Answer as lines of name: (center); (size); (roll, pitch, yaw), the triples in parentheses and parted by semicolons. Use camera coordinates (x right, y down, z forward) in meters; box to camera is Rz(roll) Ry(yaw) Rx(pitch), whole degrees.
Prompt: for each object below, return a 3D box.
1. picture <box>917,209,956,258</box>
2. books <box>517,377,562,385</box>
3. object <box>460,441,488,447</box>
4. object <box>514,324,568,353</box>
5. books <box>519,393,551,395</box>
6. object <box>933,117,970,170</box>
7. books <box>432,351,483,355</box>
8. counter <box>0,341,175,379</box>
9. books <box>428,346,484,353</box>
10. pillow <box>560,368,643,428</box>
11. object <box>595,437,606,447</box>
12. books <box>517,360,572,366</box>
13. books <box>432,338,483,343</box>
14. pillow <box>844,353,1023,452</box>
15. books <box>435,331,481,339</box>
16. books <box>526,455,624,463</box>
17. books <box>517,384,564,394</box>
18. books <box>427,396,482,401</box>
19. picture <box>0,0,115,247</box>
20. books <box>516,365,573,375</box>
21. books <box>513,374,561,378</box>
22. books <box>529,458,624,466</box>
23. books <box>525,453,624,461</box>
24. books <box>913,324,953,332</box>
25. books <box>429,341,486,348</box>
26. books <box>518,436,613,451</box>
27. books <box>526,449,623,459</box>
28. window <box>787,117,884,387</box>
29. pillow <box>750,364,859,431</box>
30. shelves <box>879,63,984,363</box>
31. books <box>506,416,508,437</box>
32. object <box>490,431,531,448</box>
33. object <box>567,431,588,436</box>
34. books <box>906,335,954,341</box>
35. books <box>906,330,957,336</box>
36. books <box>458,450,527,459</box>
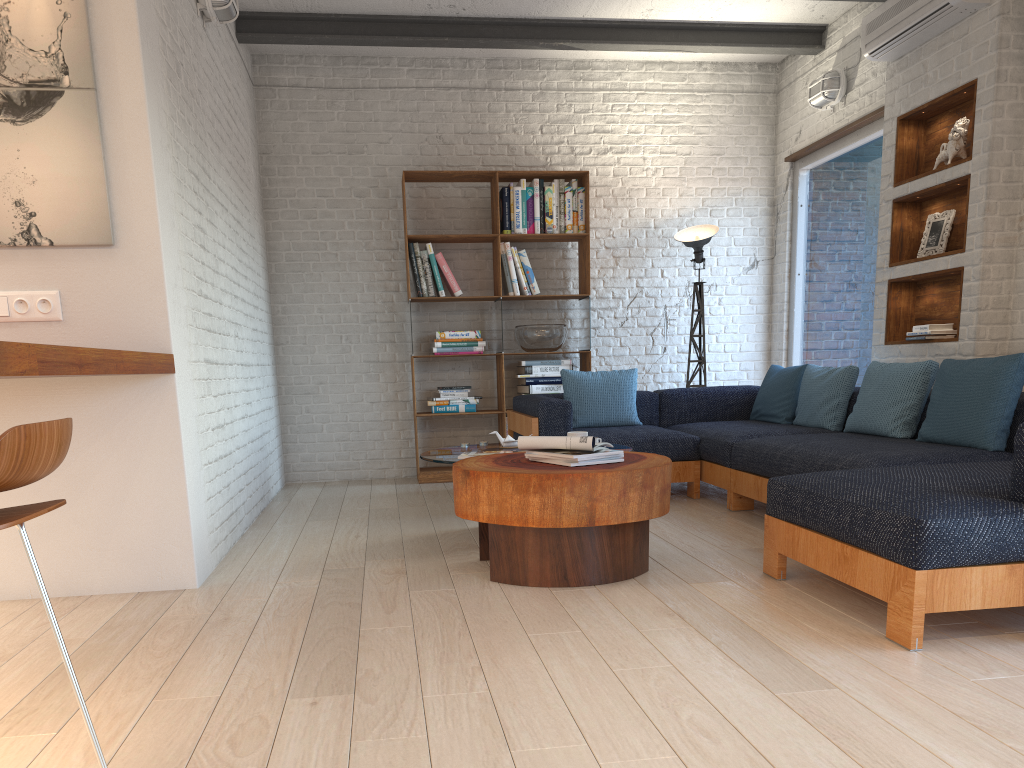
picture: (2.338, -0.820, 4.784); (0.102, 0.251, 0.189); (-5, 8, -17)
books: (0.230, -0.026, 6.620); (0.326, 0.057, 0.250); (-2, 2, -13)
object: (-0.152, 0.324, 4.809); (0.300, 0.028, 0.067); (-2, 3, -30)
object: (0.219, -0.340, 6.597); (0.402, 0.206, 0.394); (0, 4, 33)
books: (0.245, 0.095, 6.673); (0.362, 0.057, 0.277); (-2, 2, -6)
object: (2.325, -1.260, 4.600); (0.112, 0.249, 0.210); (-2, 7, 0)
books: (-0.409, -0.226, 6.510); (0.355, 0.021, 0.267); (-2, 1, -8)
counter: (-1.922, 0.400, 2.075); (1.684, 0.941, 2.447); (-2, 3, -8)
books: (-0.418, -0.254, 6.497); (0.379, 0.037, 0.240); (-2, 1, -13)
pillow: (0.598, 0.097, 5.862); (0.554, 0.420, 0.217); (-2, 9, -9)
object: (0.417, 0.303, 4.354); (0.154, 0.058, 0.266); (-2, 2, -16)
books: (0.242, -0.160, 6.622); (0.379, 0.037, 0.239); (-2, 1, -8)
books: (-0.413, -0.321, 6.498); (0.355, 0.021, 0.267); (-2, 1, -10)
pillow: (2.008, 0.073, 4.211); (0.254, 0.425, 1.188); (-3, 3, -9)
books: (-0.405, -0.360, 6.489); (0.326, 0.057, 0.250); (-2, 2, -6)
books: (0.254, 0.296, 3.562); (0.250, 0.011, 0.315); (-3, 2, -39)
books: (0.257, 0.035, 6.647); (0.378, 0.066, 0.240); (-2, 2, -21)
books: (-0.436, 0.108, 6.566); (0.378, 0.019, 0.240); (-2, 1, -15)
picture: (-1.795, -1.008, 3.045); (0.654, 1.042, 0.019); (-3, 11, -8)
books: (0.248, -0.109, 6.637); (0.379, 0.066, 0.240); (-2, 2, -14)
books: (0.243, -0.065, 6.627); (0.444, 0.021, 0.267); (-2, 1, -8)
books: (0.259, 0.307, 3.549); (0.251, 0.011, 0.314); (-2, 1, -29)
books: (0.250, 0.286, 3.542); (0.250, 0.011, 0.315); (-3, 2, -39)
books: (2.321, -0.308, 4.811); (0.132, 0.034, 0.201); (-2, 1, 2)
books: (-0.407, -0.292, 6.484); (0.379, 0.037, 0.240); (-2, 1, -14)
books: (0.226, 0.261, 3.604); (0.321, 0.111, 0.267); (-1, 3, 24)
books: (0.250, 0.275, 3.531); (0.250, 0.011, 0.315); (-3, 1, -34)
window: (3.255, -2.487, 0.453); (0.647, 6.542, 12.088); (-3, 4, -8)
pillow: (1.826, 0.076, 5.529); (0.243, 0.407, 1.085); (-3, 3, -10)
shelves: (2.335, -0.840, 4.730); (0.192, 1.464, 0.748); (-3, 9, -8)
books: (-0.048, 0.438, 6.687); (0.036, 0.393, 0.237); (-3, 9, -8)
object: (-0.006, 0.291, 4.650); (0.186, 0.093, 0.190); (-1, 3, 17)
object: (0.313, 0.283, 4.150); (0.108, 0.111, 0.105); (-1, 7, 8)
books: (2.313, -0.255, 4.826); (0.162, 0.017, 0.247); (-2, 1, 2)
books: (2.322, -0.282, 4.810); (0.171, 0.019, 0.232); (-2, 1, -6)
books: (-0.088, 0.343, 4.237); (0.318, 0.011, 0.247); (-2, 1, 5)
